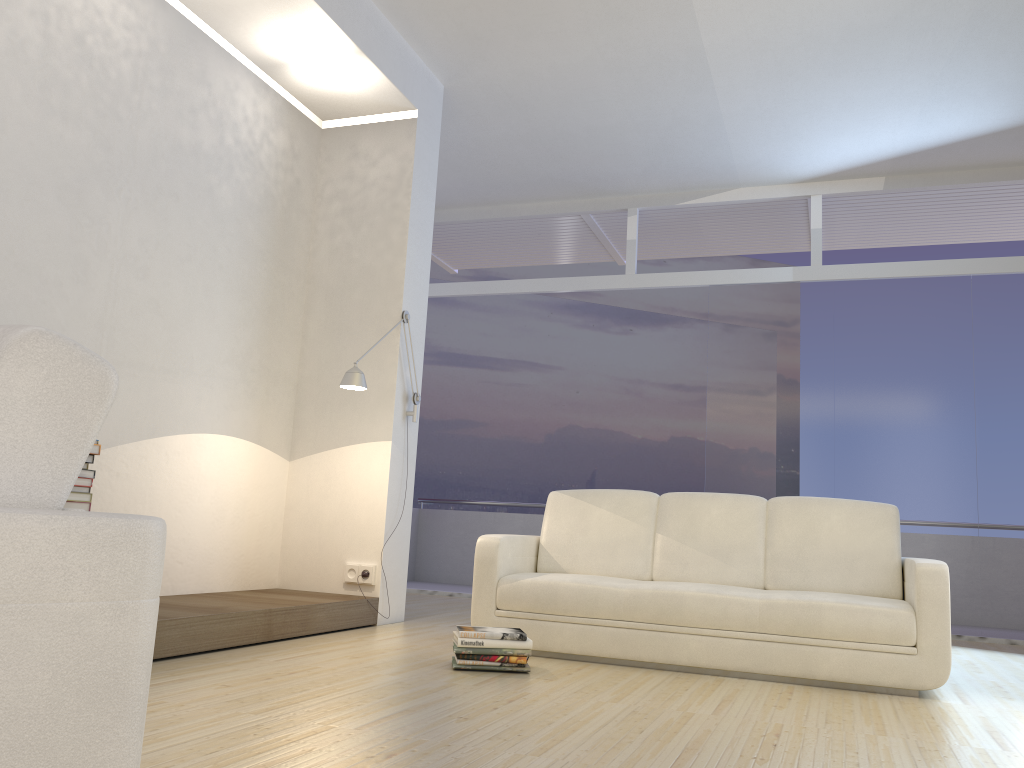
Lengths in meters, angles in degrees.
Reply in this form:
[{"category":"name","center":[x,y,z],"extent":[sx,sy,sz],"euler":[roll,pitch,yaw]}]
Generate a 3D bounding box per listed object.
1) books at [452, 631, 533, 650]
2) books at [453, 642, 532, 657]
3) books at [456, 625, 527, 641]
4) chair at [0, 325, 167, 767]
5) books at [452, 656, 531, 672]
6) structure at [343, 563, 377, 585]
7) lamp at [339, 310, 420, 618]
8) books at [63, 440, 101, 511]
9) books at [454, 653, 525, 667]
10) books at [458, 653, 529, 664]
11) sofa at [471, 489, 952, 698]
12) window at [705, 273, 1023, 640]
[{"category":"books","center":[-0.089,1.118,3.867],"extent":[0.319,0.038,0.247],"euler":[5,-10,-8]},{"category":"books","center":[-0.091,1.150,3.862],"extent":[0.328,0.027,0.247],"euler":[4,-10,-4]},{"category":"books","center":[-0.093,1.087,3.872],"extent":[0.287,0.025,0.247],"euler":[4,-10,-6]},{"category":"chair","center":[-1.101,0.278,1.200],"extent":[0.919,0.828,0.941],"euler":[-5,-12,40]},{"category":"books","center":[-0.095,1.216,3.851],"extent":[0.328,0.018,0.247],"euler":[4,-10,-4]},{"category":"structure","center":[-0.906,1.129,5.269],"extent":[0.206,0.114,0.028],"euler":[0,-10,20]},{"category":"lamp","center":[-0.808,0.427,5.126],"extent":[0.204,1.841,0.891],"euler":[1,-10,16]},{"category":"books","center":[-1.811,0.555,3.487],"extent":[0.329,0.694,0.270],"euler":[0,-10,20]},{"category":"books","center":[-0.100,1.198,3.853],"extent":[0.287,0.018,0.247],"euler":[4,-10,-6]},{"category":"books","center":[-0.074,1.178,3.856],"extent":[0.287,0.025,0.247],"euler":[2,-10,5]},{"category":"sofa","center":[0.975,0.968,4.504],"extent":[2.166,0.862,0.941],"euler":[0,-10,20]},{"category":"window","center":[3.000,0.492,6.795],"extent":[2.988,2.706,0.012],"euler":[0,-10,20]}]
